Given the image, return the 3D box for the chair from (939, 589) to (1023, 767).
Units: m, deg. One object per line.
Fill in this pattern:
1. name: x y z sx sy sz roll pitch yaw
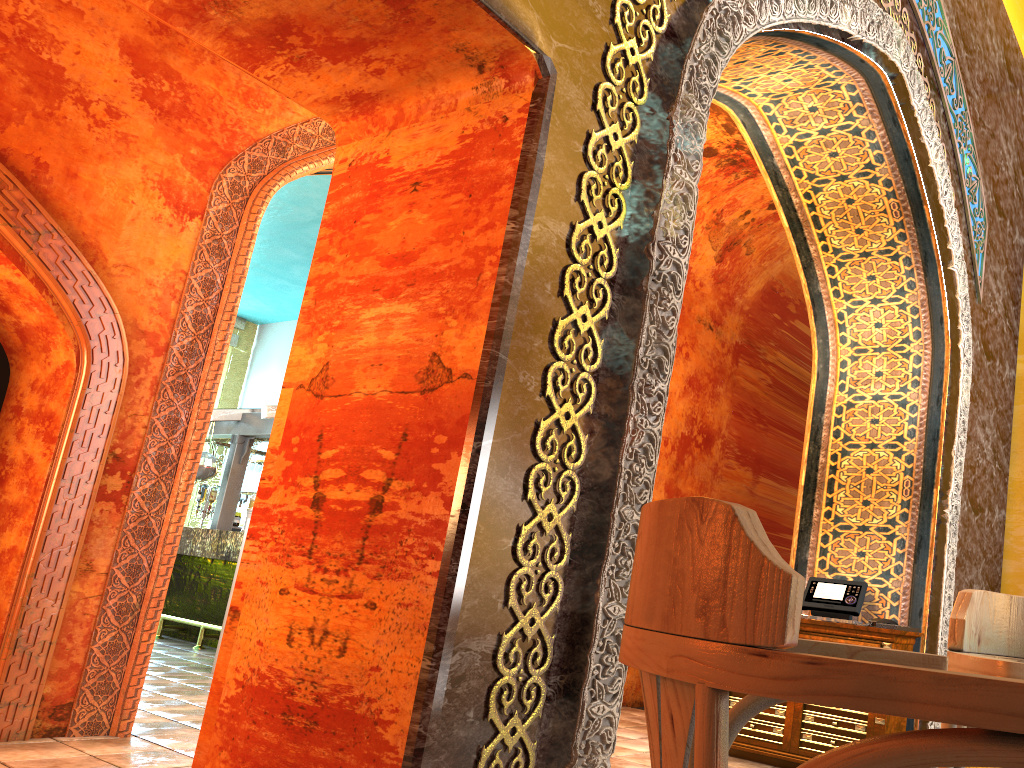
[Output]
1. chair: 1.318 1.083 1.922 0.797 1.173 0.688 9 -11 -2

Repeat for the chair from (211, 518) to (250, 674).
1. chair: -2.121 1.898 7.538 0.483 1.329 0.522 6 -11 15

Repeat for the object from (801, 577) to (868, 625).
1. object: 2.377 1.601 6.310 0.417 0.316 0.278 1 -14 27

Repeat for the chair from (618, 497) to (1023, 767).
1. chair: 0.429 0.793 1.140 0.694 1.173 0.790 8 -11 5

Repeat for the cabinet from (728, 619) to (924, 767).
1. cabinet: 2.155 2.255 6.197 1.328 1.047 0.555 -2 -15 38

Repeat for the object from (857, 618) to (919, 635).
1. object: 2.670 1.710 6.029 0.449 0.086 0.288 16 -16 -34
